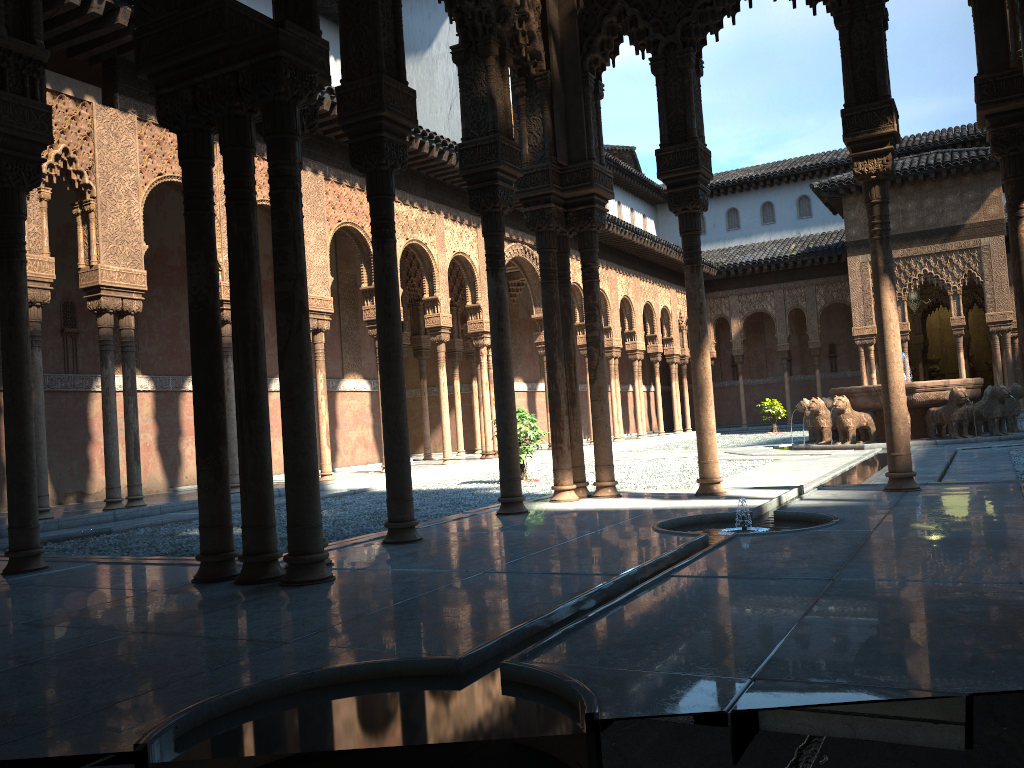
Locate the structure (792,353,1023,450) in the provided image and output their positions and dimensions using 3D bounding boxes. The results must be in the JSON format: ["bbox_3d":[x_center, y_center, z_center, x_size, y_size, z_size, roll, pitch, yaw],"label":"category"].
[{"bbox_3d":[8.182,0.336,18.439,4.508,1.991,4.508,-5,-3,28],"label":"structure"}]
